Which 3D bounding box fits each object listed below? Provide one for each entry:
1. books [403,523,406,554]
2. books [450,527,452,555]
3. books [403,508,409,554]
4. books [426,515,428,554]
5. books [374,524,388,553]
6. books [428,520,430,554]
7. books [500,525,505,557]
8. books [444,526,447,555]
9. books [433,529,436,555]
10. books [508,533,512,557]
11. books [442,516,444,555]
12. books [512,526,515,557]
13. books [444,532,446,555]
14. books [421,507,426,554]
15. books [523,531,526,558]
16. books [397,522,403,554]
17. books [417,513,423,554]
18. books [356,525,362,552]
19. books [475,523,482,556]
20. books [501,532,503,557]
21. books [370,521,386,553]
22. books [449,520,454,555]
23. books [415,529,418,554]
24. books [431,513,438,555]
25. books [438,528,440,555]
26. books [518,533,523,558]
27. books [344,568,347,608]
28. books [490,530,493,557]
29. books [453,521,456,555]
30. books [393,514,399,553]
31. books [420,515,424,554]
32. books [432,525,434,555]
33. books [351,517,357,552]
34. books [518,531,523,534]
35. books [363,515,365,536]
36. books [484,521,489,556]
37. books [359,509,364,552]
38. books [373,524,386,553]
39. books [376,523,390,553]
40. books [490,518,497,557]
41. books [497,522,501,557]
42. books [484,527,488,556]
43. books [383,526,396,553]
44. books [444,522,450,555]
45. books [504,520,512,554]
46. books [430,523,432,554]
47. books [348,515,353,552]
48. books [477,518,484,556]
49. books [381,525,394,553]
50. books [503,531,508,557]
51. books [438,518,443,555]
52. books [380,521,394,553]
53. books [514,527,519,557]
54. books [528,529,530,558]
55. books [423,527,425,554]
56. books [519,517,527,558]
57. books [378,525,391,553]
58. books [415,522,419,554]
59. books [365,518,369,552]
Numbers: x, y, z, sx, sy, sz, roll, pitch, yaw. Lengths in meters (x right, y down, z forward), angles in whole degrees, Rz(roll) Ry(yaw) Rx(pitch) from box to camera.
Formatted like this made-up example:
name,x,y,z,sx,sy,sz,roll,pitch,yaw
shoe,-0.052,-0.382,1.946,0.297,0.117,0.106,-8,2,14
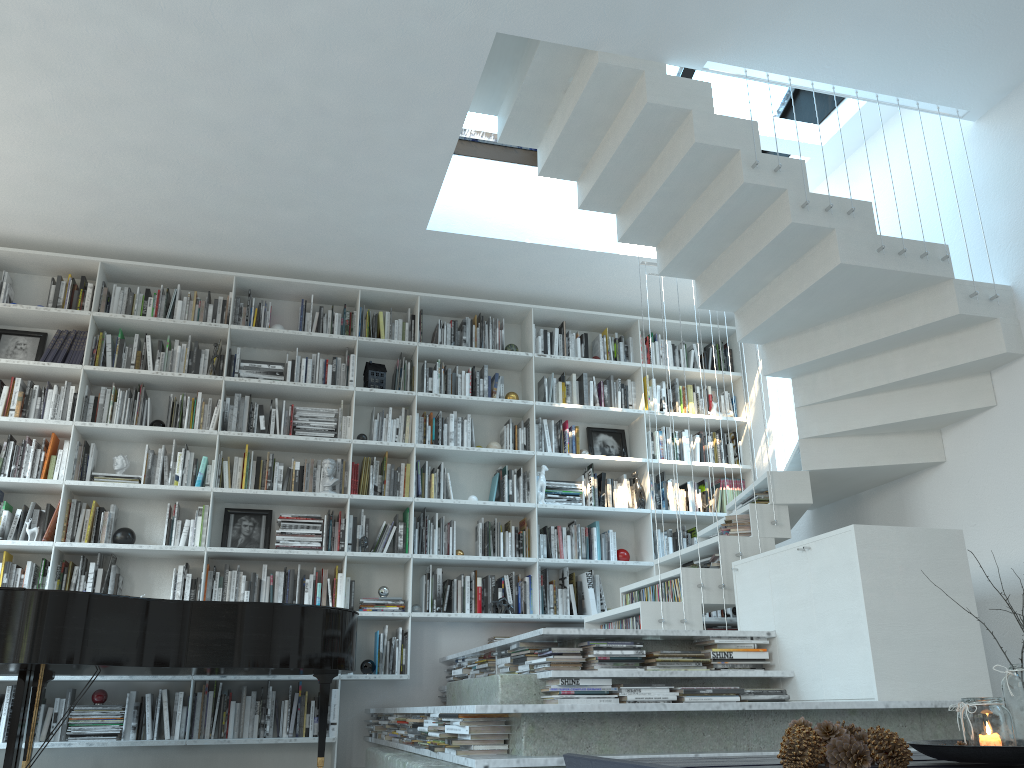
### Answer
name,x,y,z,sx,sy,sz,roll,pitch,yaw
books,-0.729,1.049,5.898,0.021,0.225,0.149,5,-20,-15
books,-0.429,1.083,5.973,0.014,0.206,0.181,5,-21,-15
books,-0.712,1.003,5.916,0.014,0.323,0.183,5,-20,-15
books,-0.579,1.032,5.941,0.005,0.282,0.159,5,-20,-15
books,-0.878,1.043,5.847,0.089,0.209,0.176,5,-21,-15
books,-0.571,1.050,5.939,0.013,0.247,0.165,5,-20,-15
books,-0.082,1.101,6.087,0.030,0.243,0.136,5,-20,-15
books,-0.458,1.078,5.981,0.008,0.222,0.134,5,-20,-15
books,-0.534,1.082,5.936,0.013,0.185,0.184,5,-21,-15
books,-0.037,1.125,6.064,0.019,0.182,0.191,5,-21,-15
books,-0.477,1.047,5.987,0.006,0.284,0.160,5,-20,-15
books,-0.015,1.106,6.081,0.018,0.228,0.182,5,-21,-15
books,-0.467,1.097,5.970,0.013,0.178,0.141,5,-20,-15
books,-0.598,1.012,5.969,0.007,0.340,0.150,5,-20,-15
books,0.066,1.126,6.102,0.013,0.203,0.159,5,-20,-15
books,-0.750,1.044,5.880,0.029,0.222,0.171,5,-20,-15
books,-0.624,1.026,5.940,0.018,0.294,0.178,5,-20,-15
books,-1.012,1.037,5.807,0.027,0.191,0.183,5,-21,-15
books,-0.228,1.082,6.042,0.019,0.250,0.130,5,-20,-15
books,-0.091,1.118,6.044,0.018,0.181,0.182,5,-21,-15
books,-0.894,1.032,5.842,0.095,0.227,0.190,5,-21,-15
books,-0.417,1.061,5.990,0.014,0.260,0.142,5,-20,-15
books,-0.652,1.076,5.919,0.015,0.187,0.168,5,-21,-15
books,-0.522,1.030,5.956,0.014,0.296,0.176,5,-20,-15
books,-0.506,1.082,5.961,0.013,0.202,0.167,5,-21,-15
books,0.041,1.128,6.074,0.016,0.180,0.190,5,-21,-15
books,-1.084,1.339,5.704,0.012,0.284,0.160,5,-20,-15
books,-0.155,1.115,6.071,0.031,0.208,0.123,5,-20,-15
books,-0.404,1.067,5.993,0.013,0.250,0.173,5,-20,-15
books,-0.776,1.020,5.904,0.013,0.284,0.139,5,-20,-15
books,-0.612,1.033,5.939,0.006,0.280,0.155,5,-20,-15
books,-0.548,1.067,5.942,0.013,0.217,0.161,5,-20,-15
books,-1.045,1.013,5.829,0.028,0.252,0.143,5,-20,-15
books,0.049,1.128,6.107,0.016,0.204,0.142,5,-20,-15
books,-0.988,1.013,5.850,0.012,0.265,0.158,5,-20,-15
books,-0.181,1.081,6.055,0.015,0.261,0.150,5,-20,-15
books,-0.997,0.990,5.845,0.013,0.305,0.141,5,-20,-15
books,-0.890,1.042,5.860,0.088,0.219,0.139,5,-20,-15
books,-0.868,1.044,5.873,0.095,0.225,0.144,5,-20,-15
books,-0.129,1.076,6.078,0.007,0.284,0.160,5,-20,-15
books,-0.109,1.085,6.052,0.018,0.250,0.184,5,-20,-15
books,-0.192,1.096,6.030,0.016,0.215,0.178,5,-21,-15
books,-0.824,1.056,5.873,0.091,0.204,0.169,5,-21,-15
books,-0.444,1.069,5.978,0.015,0.237,0.177,5,-20,-15
books,-0.027,1.084,6.086,0.006,0.273,0.173,5,-20,-15
books,-0.557,1.058,5.929,0.011,0.225,0.188,5,-21,-15
books,-1.071,1.007,5.827,0.024,0.262,0.154,5,-20,-15
books,-0.215,1.070,6.064,0.016,0.288,0.132,5,-20,-15
books,-0.840,1.053,5.881,0.090,0.214,0.139,5,-20,-15
books,-0.054,1.119,6.066,0.015,0.194,0.176,5,-21,-15
books,-0.492,1.049,5.964,0.012,0.266,0.183,5,-20,-15
books,-0.841,1.037,5.876,0.094,0.237,0.150,5,-20,-15
books,0.016,1.112,6.102,0.021,0.231,0.156,5,-20,-15
books,0.103,1.125,6.130,0.009,0.223,0.146,5,-20,-15
books,-0.605,1.073,5.935,0.013,0.203,0.154,5,-20,-15
books,0.077,1.081,6.113,0.007,0.294,0.162,5,-20,-15
books,-0.857,1.050,5.869,0.090,0.211,0.143,5,-20,-15
books,-0.642,1.056,5.939,0.011,0.238,0.137,5,-20,-15
books,-0.965,1.023,5.854,0.035,0.247,0.141,5,-20,-15
